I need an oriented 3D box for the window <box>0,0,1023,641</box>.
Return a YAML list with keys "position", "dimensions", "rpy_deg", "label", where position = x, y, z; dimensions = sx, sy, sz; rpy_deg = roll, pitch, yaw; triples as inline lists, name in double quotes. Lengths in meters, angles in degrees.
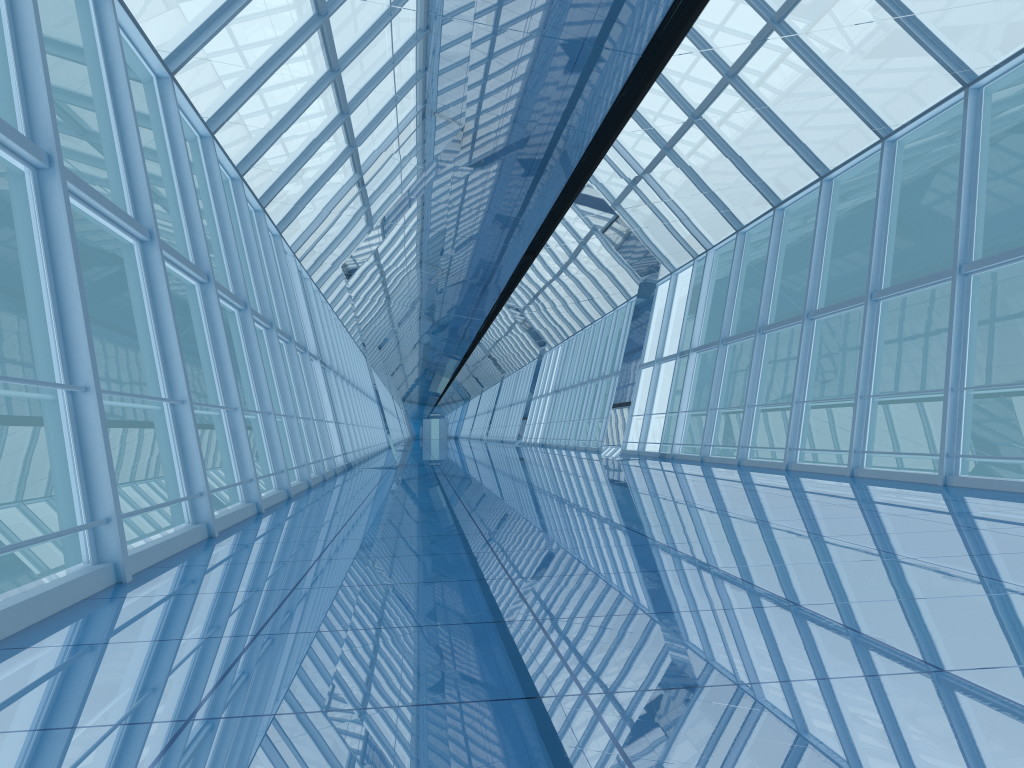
- position: [-3.074, 0.864, 45.482]
  dimensions: [9.927, 4.986, 104.378]
  rpy_deg: [-1, -3, -6]
  label: "window"
